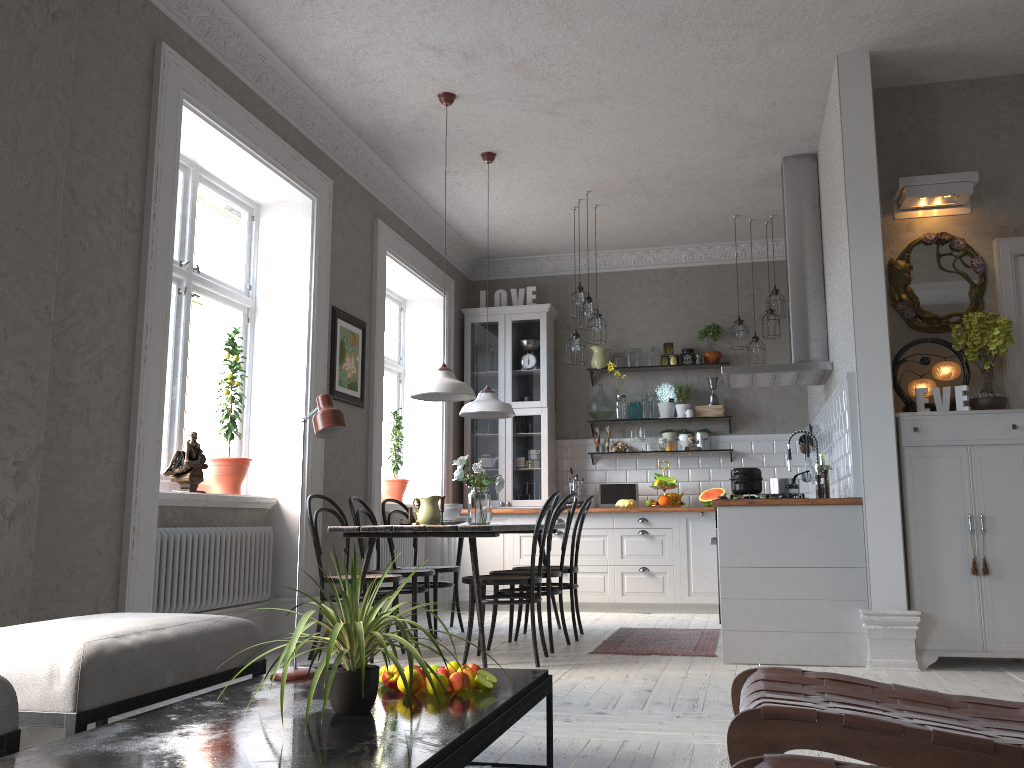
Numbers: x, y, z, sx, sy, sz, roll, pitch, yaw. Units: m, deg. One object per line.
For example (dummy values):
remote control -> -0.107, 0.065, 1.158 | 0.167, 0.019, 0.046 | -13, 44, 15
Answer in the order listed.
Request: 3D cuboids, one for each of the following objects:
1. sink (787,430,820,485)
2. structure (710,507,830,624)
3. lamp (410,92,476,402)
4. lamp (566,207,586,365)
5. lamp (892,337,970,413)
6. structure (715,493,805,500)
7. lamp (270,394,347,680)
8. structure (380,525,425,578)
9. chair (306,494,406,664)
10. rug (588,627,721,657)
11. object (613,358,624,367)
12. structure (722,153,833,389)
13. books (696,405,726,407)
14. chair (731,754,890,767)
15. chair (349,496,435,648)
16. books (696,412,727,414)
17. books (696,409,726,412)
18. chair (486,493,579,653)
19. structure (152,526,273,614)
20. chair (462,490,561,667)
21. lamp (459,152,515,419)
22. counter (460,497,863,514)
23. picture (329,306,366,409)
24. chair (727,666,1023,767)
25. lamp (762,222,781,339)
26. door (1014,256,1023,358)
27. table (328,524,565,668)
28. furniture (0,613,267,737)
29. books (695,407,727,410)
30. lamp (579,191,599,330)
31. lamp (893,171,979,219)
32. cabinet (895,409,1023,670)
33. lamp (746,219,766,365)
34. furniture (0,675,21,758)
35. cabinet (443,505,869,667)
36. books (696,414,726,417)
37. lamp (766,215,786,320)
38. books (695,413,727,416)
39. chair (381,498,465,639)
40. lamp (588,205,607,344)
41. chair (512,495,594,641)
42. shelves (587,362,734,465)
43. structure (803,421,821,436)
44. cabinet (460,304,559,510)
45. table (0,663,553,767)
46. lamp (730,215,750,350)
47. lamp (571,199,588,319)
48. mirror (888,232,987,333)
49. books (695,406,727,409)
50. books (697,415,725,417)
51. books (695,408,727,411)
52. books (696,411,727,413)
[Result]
sink -> 1.732, 0.654, 5.700 | 0.523, 0.720, 0.490 | -2, -9, 13
structure -> 1.454, 1.012, 5.026 | 0.612, 0.623, 0.628 | -2, -9, 13
lamp -> -0.396, -0.835, 5.238 | 0.387, 1.858, 0.371 | 7, -11, -38
lamp -> 0.513, -1.022, 7.222 | 0.149, 1.735, 0.145 | 3, -9, -19
lamp -> 2.294, 0.020, 4.855 | 0.443, 0.558, 0.174 | -4, -10, 20
structure -> 1.429, 0.654, 5.092 | 0.491, 0.031, 0.611 | -3, -9, 14
lamp -> -0.609, 0.450, 2.653 | 0.141, 0.839, 0.246 | 8, -12, -40
structure -> -0.946, 1.344, 7.086 | 0.147, 0.428, 1.233 | -2, -9, 13
chair -> -0.898, 1.087, 5.061 | 0.541, 0.920, 0.444 | -4, -10, 21
rug -> 0.945, 1.607, 5.560 | 0.729, 0.014, 1.301 | -3, -9, 14
object -> 1.008, -0.186, 8.349 | 0.102, 0.111, 0.104 | -2, -9, 13
structure -> 1.840, -0.816, 6.322 | 0.706, 1.595, 0.718 | -2, -9, 13
books -> 1.821, 0.210, 8.107 | 0.258, 0.011, 0.160 | -3, -9, 19
chair -> 0.756, 0.546, 1.044 | 1.007, 0.721, 0.512 | -2, -9, 13
chair -> -0.759, 1.170, 5.598 | 0.545, 0.920, 0.441 | -2, -9, 11
books -> 1.821, 0.274, 8.097 | 0.257, 0.016, 0.160 | -4, -10, 22
books -> 1.821, 0.252, 8.100 | 0.258, 0.011, 0.159 | -3, -9, 16
chair -> 0.132, 1.127, 5.365 | 0.541, 0.920, 0.444 | -4, -10, 21
structure -> -1.595, 0.965, 4.640 | 0.147, 0.428, 1.233 | -2, -9, 13
chair -> 0.000, 1.047, 4.849 | 0.545, 0.920, 0.441 | -2, -9, 11
lamp -> -0.166, -0.701, 6.101 | 0.374, 1.858, 0.385 | -3, -10, 21
counter -> 0.728, 0.924, 6.564 | 3.132, 0.039, 3.422 | -3, -9, 13
picture -> -1.108, -0.169, 6.024 | 0.020, 0.619, 0.526 | -2, -9, 14
chair -> 0.975, 0.675, 1.872 | 1.007, 0.721, 0.512 | -2, -9, 13
lamp -> 2.207, -1.253, 7.667 | 0.149, 1.735, 0.144 | 6, -11, -34
door -> 3.192, 0.345, 4.741 | 0.745, 2.183, 0.080 | -2, -9, 12
table -> -0.297, 1.239, 5.460 | 0.896, 0.735, 1.938 | -3, -9, 14
furniture -> -1.166, 0.899, 2.462 | 0.578, 0.476, 0.835 | -2, -9, 14
books -> 1.821, 0.231, 8.103 | 0.257, 0.016, 0.160 | -5, -10, 25
lamp -> 0.589, -1.283, 6.913 | 0.149, 1.735, 0.144 | 5, -10, -29
lamp -> 2.412, -1.073, 5.049 | 0.412, 0.171, 0.221 | -2, -9, 13
cabinet -> 2.363, 0.802, 4.616 | 0.660, 1.297, 0.387 | -2, -9, 13
lamp -> 2.049, -1.015, 7.555 | 0.148, 1.735, 0.145 | 2, -9, -14
furniture -> -1.418, 0.752, 1.511 | 0.578, 0.476, 0.835 | -2, -9, 14
cabinet -> 1.204, 1.333, 6.548 | 2.025, 0.854, 4.117 | 5, -10, -30
books -> 1.821, 0.295, 8.094 | 0.258, 0.011, 0.160 | -3, -9, 19
lamp -> 2.204, -1.407, 7.514 | 0.148, 1.735, 0.145 | 2, -9, -14
books -> 1.821, 0.284, 8.095 | 0.257, 0.016, 0.160 | -5, -10, 25
chair -> -0.617, 1.242, 6.064 | 0.540, 0.920, 0.445 | -4, -10, 26
lamp -> 0.681, -1.186, 7.206 | 0.147, 1.735, 0.147 | 0, -9, 0
chair -> 0.274, 1.199, 5.828 | 0.545, 0.920, 0.441 | -2, -9, 11
shelves -> 1.364, 0.302, 8.188 | 1.304, 0.923, 0.231 | -2, -9, 12
structure -> 2.330, 0.379, 6.927 | 0.093, 0.053, 1.096 | -3, -9, 14
cabinet -> -0.014, 0.247, 8.363 | 0.871, 1.921, 0.391 | -2, -9, 13
table -> -0.453, 0.946, 2.162 | 0.841, 0.303, 1.322 | -3, -9, 14
lamp -> 1.890, -1.151, 7.472 | 0.150, 1.735, 0.143 | 9, -12, -44
lamp -> 0.537, -1.384, 7.107 | 0.147, 1.735, 0.147 | 0, -9, 0
mirror -> 2.430, -0.586, 5.054 | 0.528, 0.593, 0.072 | -2, -9, 12
books -> 1.821, 0.220, 8.105 | 0.257, 0.016, 0.160 | -4, -10, 22
books -> 1.821, 0.306, 8.092 | 0.258, 0.011, 0.159 | -3, -9, 16
books -> 1.821, 0.241, 8.102 | 0.258, 0.011, 0.160 | -3, -9, 19
books -> 1.821, 0.263, 8.098 | 0.258, 0.011, 0.160 | -3, -9, 19
